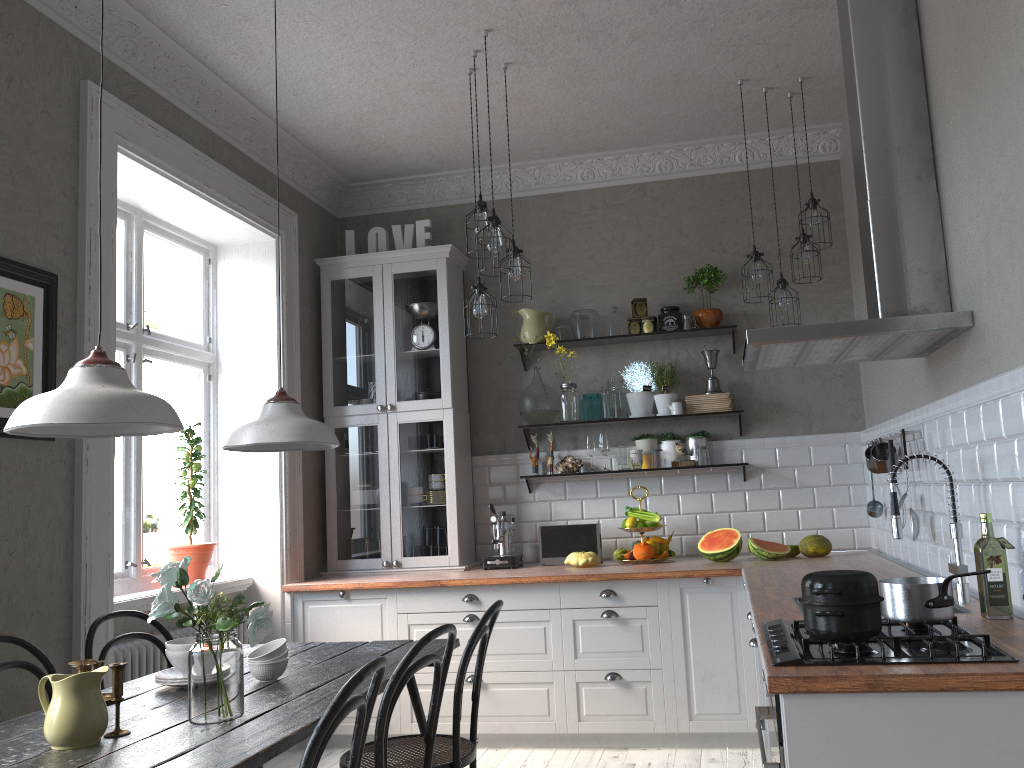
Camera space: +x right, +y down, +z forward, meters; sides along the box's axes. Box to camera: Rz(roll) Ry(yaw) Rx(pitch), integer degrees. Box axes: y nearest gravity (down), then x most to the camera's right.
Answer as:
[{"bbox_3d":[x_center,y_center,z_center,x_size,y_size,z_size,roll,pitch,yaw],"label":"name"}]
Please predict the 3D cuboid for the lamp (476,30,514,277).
[{"bbox_3d":[-0.109,-1.335,3.896,0.149,1.734,0.144,2,-8,-31],"label":"lamp"}]

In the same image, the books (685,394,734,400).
[{"bbox_3d":[1.152,0.083,5.164,0.257,0.016,0.160,-6,-8,20],"label":"books"}]

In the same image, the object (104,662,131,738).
[{"bbox_3d":[-0.962,0.769,2.161,0.058,0.167,0.060,-6,-8,25],"label":"object"}]

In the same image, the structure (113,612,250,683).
[{"bbox_3d":[-1.535,1.349,4.098,0.147,0.428,1.232,-4,-7,11],"label":"structure"}]

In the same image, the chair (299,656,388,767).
[{"bbox_3d":[-0.534,1.069,1.885,0.546,0.920,0.441,-4,-7,9],"label":"chair"}]

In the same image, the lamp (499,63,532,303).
[{"bbox_3d":[-0.022,-1.251,4.193,0.147,1.734,0.146,-3,-7,-1],"label":"lamp"}]

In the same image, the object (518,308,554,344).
[{"bbox_3d":[0.143,-0.342,5.351,0.187,0.216,0.176,-6,-8,25],"label":"object"}]

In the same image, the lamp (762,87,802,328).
[{"bbox_3d":[1.343,-1.146,4.586,0.148,1.734,0.145,-1,-8,-16],"label":"lamp"}]

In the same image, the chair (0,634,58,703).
[{"bbox_3d":[-1.310,1.206,2.613,0.546,0.920,0.441,-4,-7,9],"label":"chair"}]

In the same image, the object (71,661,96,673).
[{"bbox_3d":[-1.074,0.780,2.219,0.061,0.172,0.063,-8,-9,33],"label":"object"}]

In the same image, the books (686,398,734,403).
[{"bbox_3d":[1.153,0.104,5.161,0.258,0.011,0.159,-5,-8,17],"label":"books"}]

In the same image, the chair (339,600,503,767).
[{"bbox_3d":[-0.283,1.184,2.875,0.546,0.920,0.441,-4,-7,9],"label":"chair"}]

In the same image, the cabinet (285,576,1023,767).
[{"bbox_3d":[0.630,1.260,3.623,2.026,0.854,4.115,1,-9,-31],"label":"cabinet"}]

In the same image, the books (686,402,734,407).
[{"bbox_3d":[1.154,0.125,5.159,0.258,0.011,0.159,-5,-8,17],"label":"books"}]

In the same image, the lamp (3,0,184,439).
[{"bbox_3d":[-1.023,-0.804,2.208,0.387,1.858,0.371,3,-10,-40],"label":"lamp"}]

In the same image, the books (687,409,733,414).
[{"bbox_3d":[1.156,0.169,5.153,0.258,0.011,0.159,-5,-8,14],"label":"books"}]

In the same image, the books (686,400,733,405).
[{"bbox_3d":[1.154,0.114,5.160,0.258,0.011,0.159,-5,-8,14],"label":"books"}]

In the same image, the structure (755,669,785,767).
[{"bbox_3d":[0.913,0.967,2.103,0.613,0.623,0.627,-4,-7,12],"label":"structure"}]

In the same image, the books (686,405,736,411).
[{"bbox_3d":[1.155,0.147,5.156,0.257,0.016,0.160,-6,-8,24],"label":"books"}]

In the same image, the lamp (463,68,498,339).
[{"bbox_3d":[-0.183,-1.079,4.209,0.149,1.734,0.144,0,-8,-21],"label":"lamp"}]

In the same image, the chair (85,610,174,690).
[{"bbox_3d":[-1.179,1.260,3.085,0.540,0.920,0.445,-6,-8,24],"label":"chair"}]

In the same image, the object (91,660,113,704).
[{"bbox_3d":[-1.202,0.861,2.557,0.140,0.112,0.139,-2,-7,-6],"label":"object"}]

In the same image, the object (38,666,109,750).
[{"bbox_3d":[-1.035,0.762,2.091,0.152,0.170,0.133,1,-8,-27],"label":"object"}]

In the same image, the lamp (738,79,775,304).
[{"bbox_3d":[1.181,-1.273,4.495,0.143,1.734,0.150,-10,-10,43],"label":"lamp"}]

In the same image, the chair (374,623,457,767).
[{"bbox_3d":[-0.414,1.130,2.406,0.542,0.920,0.443,-5,-8,19],"label":"chair"}]

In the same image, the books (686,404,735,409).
[{"bbox_3d":[1.155,0.136,5.157,0.257,0.016,0.160,-6,-8,20],"label":"books"}]

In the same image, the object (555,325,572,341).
[{"bbox_3d":[0.314,-0.295,5.372,0.102,0.111,0.104,-4,-7,11],"label":"object"}]

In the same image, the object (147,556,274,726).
[{"bbox_3d":[-0.761,0.645,2.261,0.309,0.414,0.253,-4,-7,10],"label":"object"}]

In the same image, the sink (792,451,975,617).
[{"bbox_3d":[1.155,0.581,2.773,0.524,0.720,0.490,-4,-7,12],"label":"sink"}]

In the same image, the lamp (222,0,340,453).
[{"bbox_3d":[-0.814,-0.702,3.080,0.374,1.858,0.384,-5,-8,19],"label":"lamp"}]

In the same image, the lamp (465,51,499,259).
[{"bbox_3d":[-0.171,-1.439,4.085,0.147,1.734,0.146,-3,-7,-1],"label":"lamp"}]

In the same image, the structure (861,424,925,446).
[{"bbox_3d":[1.704,0.249,4.008,0.094,0.053,1.095,-5,-8,13],"label":"structure"}]

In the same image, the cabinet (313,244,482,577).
[{"bbox_3d":[-0.690,0.182,5.368,0.872,1.920,0.391,-4,-7,11],"label":"cabinet"}]

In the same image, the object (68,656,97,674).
[{"bbox_3d":[-1.116,0.793,2.301,0.096,0.172,0.095,-2,-7,-7],"label":"object"}]

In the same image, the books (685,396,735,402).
[{"bbox_3d":[1.152,0.093,5.163,0.257,0.016,0.160,-6,-8,24],"label":"books"}]

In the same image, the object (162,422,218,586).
[{"bbox_3d":[-1.622,0.597,4.459,0.254,0.813,0.265,-9,-9,39],"label":"object"}]

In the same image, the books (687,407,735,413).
[{"bbox_3d":[1.156,0.157,5.154,0.258,0.011,0.159,-5,-8,17],"label":"books"}]

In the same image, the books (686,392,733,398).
[{"bbox_3d":[1.152,0.072,5.165,0.258,0.011,0.159,-5,-8,17],"label":"books"}]

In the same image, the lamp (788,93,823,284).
[{"bbox_3d":[1.488,-1.395,4.696,0.150,1.734,0.144,3,-9,-36],"label":"lamp"}]

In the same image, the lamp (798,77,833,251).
[{"bbox_3d":[1.483,-1.544,4.539,0.148,1.734,0.145,-1,-8,-16],"label":"lamp"}]

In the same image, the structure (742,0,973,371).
[{"bbox_3d":[1.180,-0.908,3.356,0.707,1.595,0.718,-4,-7,12],"label":"structure"}]

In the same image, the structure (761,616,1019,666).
[{"bbox_3d":[0.871,0.609,2.158,0.492,0.031,0.611,-5,-8,12],"label":"structure"}]
